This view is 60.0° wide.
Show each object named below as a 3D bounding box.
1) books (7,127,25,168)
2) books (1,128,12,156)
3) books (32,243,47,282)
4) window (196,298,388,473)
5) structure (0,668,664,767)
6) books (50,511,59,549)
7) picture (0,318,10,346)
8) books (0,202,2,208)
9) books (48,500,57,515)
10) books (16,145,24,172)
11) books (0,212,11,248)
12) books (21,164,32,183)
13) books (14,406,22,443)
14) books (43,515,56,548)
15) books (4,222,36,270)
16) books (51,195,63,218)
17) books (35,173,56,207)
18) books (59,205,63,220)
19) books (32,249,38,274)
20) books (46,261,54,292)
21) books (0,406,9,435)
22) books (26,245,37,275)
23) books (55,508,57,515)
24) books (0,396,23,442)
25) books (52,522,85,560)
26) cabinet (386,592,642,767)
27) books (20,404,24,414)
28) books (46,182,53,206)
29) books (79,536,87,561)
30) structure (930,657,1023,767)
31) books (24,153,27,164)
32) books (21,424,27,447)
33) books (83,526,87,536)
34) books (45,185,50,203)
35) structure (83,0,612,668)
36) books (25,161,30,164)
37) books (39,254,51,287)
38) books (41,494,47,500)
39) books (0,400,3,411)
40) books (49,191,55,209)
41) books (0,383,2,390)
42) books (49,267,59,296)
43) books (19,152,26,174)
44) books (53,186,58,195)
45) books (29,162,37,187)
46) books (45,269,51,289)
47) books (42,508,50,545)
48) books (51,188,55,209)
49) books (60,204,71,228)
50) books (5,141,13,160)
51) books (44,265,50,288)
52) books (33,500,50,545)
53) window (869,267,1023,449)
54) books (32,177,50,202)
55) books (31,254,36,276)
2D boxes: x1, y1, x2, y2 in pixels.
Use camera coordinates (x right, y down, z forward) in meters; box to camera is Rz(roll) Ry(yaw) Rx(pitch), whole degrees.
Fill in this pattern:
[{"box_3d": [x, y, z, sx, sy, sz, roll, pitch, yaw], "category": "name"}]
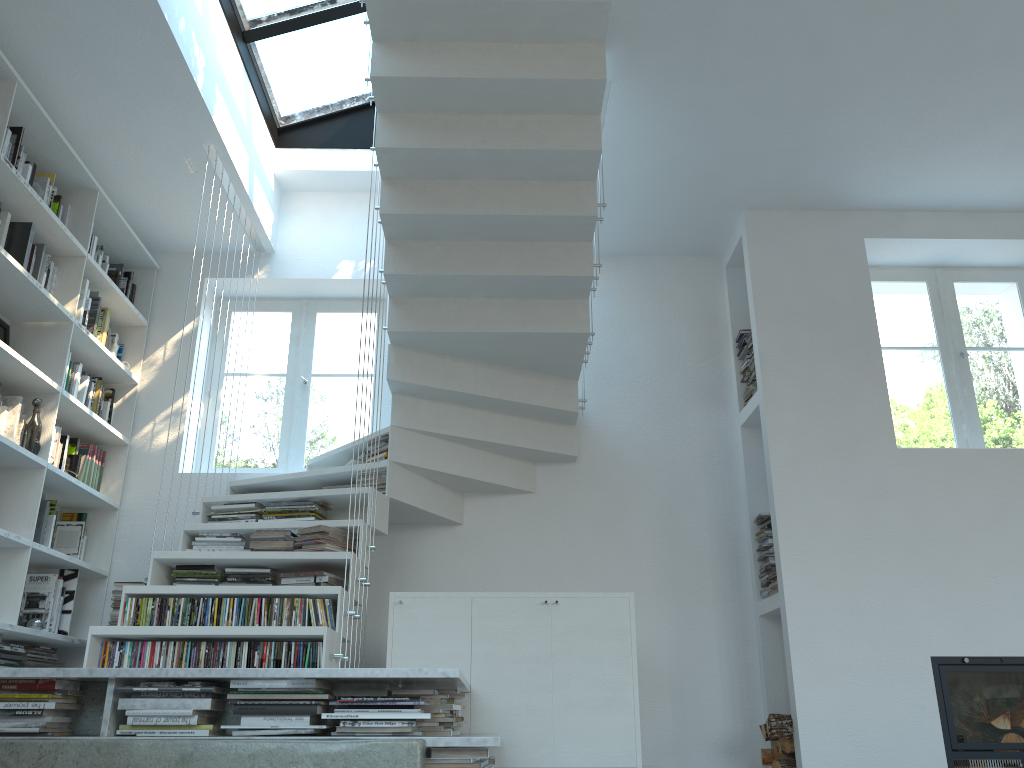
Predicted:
[{"box_3d": [-2.333, -1.024, 4.015, 0.180, 0.330, 0.014, 0, -21, -1], "category": "books"}, {"box_3d": [-2.341, -1.021, 3.948, 0.150, 0.277, 0.048, 0, -21, -1], "category": "books"}, {"box_3d": [-2.335, -0.534, 4.216, 0.180, 0.293, 0.022, 0, -21, -1], "category": "books"}, {"box_3d": [-1.314, 0.023, 5.435, 1.117, 1.221, 0.042, 0, -21, -1], "category": "window"}, {"box_3d": [-0.927, 1.393, 3.115, 3.112, 0.656, 2.911, 0, -21, -1], "category": "structure"}, {"box_3d": [-2.368, 0.753, 4.426, 0.166, 0.239, 0.013, 0, -21, -1], "category": "books"}, {"box_3d": [-2.408, -0.195, 4.091, 0.077, 0.298, 0.301, 0, -21, -1], "category": "picture"}, {"box_3d": [-2.345, -0.666, 3.877, 0.162, 0.295, 0.011, 0, -21, -1], "category": "books"}, {"box_3d": [-2.360, 0.715, 4.391, 0.161, 0.283, 0.011, 0, -21, -1], "category": "books"}, {"box_3d": [-2.337, -0.975, 4.043, 0.168, 0.261, 0.014, 0, -21, -1], "category": "books"}, {"box_3d": [-2.339, -0.636, 3.943, 0.156, 0.287, 0.026, 0, -21, -1], "category": "books"}, {"box_3d": [-2.334, -0.925, 4.091, 0.190, 0.201, 0.024, 0, -21, -1], "category": "books"}, {"box_3d": [-2.342, 0.210, 4.036, 0.176, 0.238, 0.041, 0, -21, -1], "category": "books"}, {"box_3d": [-2.351, 0.746, 4.362, 0.174, 0.204, 0.021, 0, -21, -1], "category": "books"}, {"box_3d": [-2.298, -0.606, 3.990, 0.245, 0.264, 0.033, 0, -21, -1], "category": "books"}, {"box_3d": [-2.339, -0.829, 4.387, 0.186, 0.234, 0.018, 0, -21, -1], "category": "books"}, {"box_3d": [-2.345, -0.893, 4.340, 0.165, 0.319, 0.007, 0, -21, -1], "category": "books"}, {"box_3d": [-2.345, -0.802, 4.422, 0.169, 0.209, 0.029, 0, -21, -1], "category": "books"}, {"box_3d": [-2.349, -0.528, 4.190, 0.156, 0.262, 0.023, 0, -21, -1], "category": "books"}, {"box_3d": [-2.352, -0.475, 4.355, 0.147, 0.283, 0.026, 0, -21, -1], "category": "books"}, {"box_3d": [-2.363, 0.203, 3.980, 0.155, 0.212, 0.025, 0, -21, -1], "category": "books"}, {"box_3d": [-2.332, -0.539, 4.127, 0.189, 0.239, 0.014, 0, -21, -1], "category": "books"}, {"box_3d": [-2.372, 0.742, 4.417, 0.161, 0.253, 0.012, 0, -21, -1], "category": "books"}, {"box_3d": [-2.339, 0.184, 4.012, 0.191, 0.270, 0.021, 0, -21, -1], "category": "books"}, {"box_3d": [-2.376, 0.859, 4.722, 0.161, 0.253, 0.012, 0, -21, -1], "category": "books"}, {"box_3d": [-0.004, 1.246, 3.717, 0.993, 0.665, 0.553, 0, -21, -1], "category": "cabinet"}, {"box_3d": [-2.374, 0.229, 4.145, 0.138, 0.282, 0.029, 0, -21, -1], "category": "books"}, {"box_3d": [-2.345, -0.871, 4.301, 0.189, 0.251, 0.016, 0, -21, -1], "category": "books"}, {"box_3d": [-2.369, 0.900, 4.728, 0.167, 0.180, 0.028, 0, -21, -1], "category": "books"}, {"box_3d": [2.547, 1.678, 4.398, 1.211, 0.582, 0.738, 2, -21, -4], "category": "structure"}, {"box_3d": [-2.361, -0.955, 4.121, 0.153, 0.278, 0.012, 0, -21, -1], "category": "books"}, {"box_3d": [-2.345, 0.267, 4.101, 0.166, 0.178, 0.028, 0, -21, -1], "category": "books"}, {"box_3d": [-2.379, 0.882, 4.759, 0.152, 0.236, 0.022, 0, -21, -1], "category": "books"}, {"box_3d": [-2.339, -0.863, 4.277, 0.182, 0.219, 0.008, 0, -21, -1], "category": "books"}, {"box_3d": [-0.548, -0.135, 3.841, 1.954, 3.368, 2.624, 0, -21, -1], "category": "structure"}, {"box_3d": [-2.358, -0.932, 4.145, 0.161, 0.253, 0.012, 0, -21, -1], "category": "books"}, {"box_3d": [-2.338, -0.504, 4.263, 0.177, 0.271, 0.036, 0, -21, -1], "category": "books"}, {"box_3d": [-2.368, 0.683, 4.324, 0.141, 0.296, 0.014, 0, -21, -1], "category": "books"}, {"box_3d": [-2.370, 0.183, 3.959, 0.129, 0.234, 0.028, 0, -21, -1], "category": "books"}, {"box_3d": [-2.337, -0.846, 4.330, 0.170, 0.225, 0.007, 0, -21, -1], "category": "books"}, {"box_3d": [-2.345, 0.119, 3.858, 0.167, 0.281, 0.059, 0, -21, -1], "category": "books"}, {"box_3d": [-2.351, -0.456, 4.379, 0.169, 0.264, 0.031, 0, -21, -1], "category": "books"}, {"box_3d": [-2.338, -0.957, 4.056, 0.172, 0.235, 0.022, 0, -21, -1], "category": "books"}, {"box_3d": [-2.359, -0.852, 4.415, 0.131, 0.298, 0.020, 0, -21, -1], "category": "books"}, {"box_3d": [-2.345, -0.926, 4.165, 0.165, 0.256, 0.030, 0, -21, -1], "category": "books"}, {"box_3d": [-2.356, -0.460, 4.324, 0.158, 0.233, 0.022, 0, -21, -1], "category": "books"}, {"box_3d": [-2.362, 0.719, 4.325, 0.172, 0.229, 0.014, 0, -21, -1], "category": "books"}, {"box_3d": [-2.345, -0.850, 4.350, 0.164, 0.247, 0.031, 0, -21, -1], "category": "books"}, {"box_3d": [-2.348, -0.796, 4.509, 0.163, 0.262, 0.026, 0, -21, -1], "category": "books"}, {"box_3d": [-2.343, -0.985, 3.976, 0.148, 0.230, 0.031, 0, -21, -1], "category": "books"}, {"box_3d": [-2.346, -0.478, 4.288, 0.162, 0.240, 0.031, 0, -21, -1], "category": "books"}, {"box_3d": [-2.339, 0.683, 4.258, 0.184, 0.247, 0.027, 0, -21, -1], "category": "books"}, {"box_3d": [2.521, -0.129, 5.040, 1.117, 1.221, 0.073, 0, -21, -1], "category": "window"}, {"box_3d": [-2.336, -0.885, 4.271, 0.169, 0.255, 0.019, 0, -21, -1], "category": "books"}, {"box_3d": [-2.339, -0.516, 4.157, 0.165, 0.216, 0.031, 0, -21, -1], "category": "books"}]
